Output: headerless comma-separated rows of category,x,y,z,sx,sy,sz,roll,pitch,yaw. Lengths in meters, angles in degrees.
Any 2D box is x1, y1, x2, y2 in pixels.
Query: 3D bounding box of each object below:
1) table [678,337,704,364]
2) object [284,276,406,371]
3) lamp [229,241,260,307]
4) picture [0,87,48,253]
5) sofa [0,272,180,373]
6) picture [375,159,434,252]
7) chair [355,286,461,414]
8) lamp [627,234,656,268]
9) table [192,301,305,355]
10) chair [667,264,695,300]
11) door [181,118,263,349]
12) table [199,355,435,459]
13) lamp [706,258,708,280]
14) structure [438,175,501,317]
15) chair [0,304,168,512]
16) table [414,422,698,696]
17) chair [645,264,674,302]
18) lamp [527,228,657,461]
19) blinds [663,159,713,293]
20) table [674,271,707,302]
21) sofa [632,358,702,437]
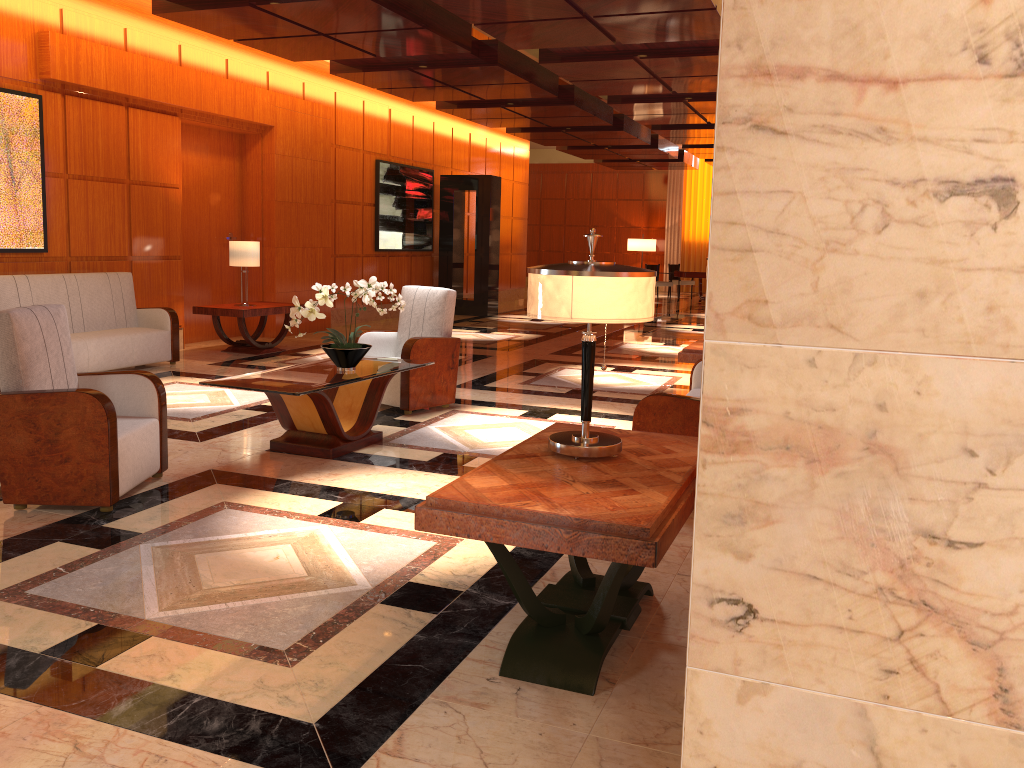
table,1.783,-0.018,7.021,0.726,0.603,1.276,5,9,21
object,-1.089,-0.402,5.803,0.788,0.614,0.419,1,8,-2
lamp,-0.933,-0.247,4.232,0.335,0.731,13.065,-1,10,-20
picture,-4.759,-1.823,7.392,0.056,1.445,2.005,4,9,21
sofa,-4.006,-0.564,8.338,0.613,0.927,1.806,5,9,21
picture,-1.799,-2.983,15.058,0.056,1.445,2.005,4,9,21
chair,-0.868,-0.309,7.216,0.740,0.956,0.630,8,10,39
lamp,3.740,-3.516,25.692,0.811,1.653,0.814,-3,8,-29
table,-3.019,-0.652,10.336,0.726,0.531,1.172,5,10,23
chair,4.266,-2.610,22.570,0.585,0.890,0.578,-5,10,-41
door,-3.692,-1.835,10.956,0.341,2.638,1.506,4,8,21
table,-1.199,0.160,5.780,0.723,0.493,1.566,5,10,23
lamp,1.762,-0.740,7.022,0.459,0.790,0.461,-1,8,-17
structure,-0.773,-2.508,16.086,0.986,2.486,0.502,4,8,21
chair,-2.215,0.084,4.554,0.628,0.956,0.741,2,8,0
table,0.271,0.575,3.103,0.726,0.603,1.276,5,9,21
chair,3.530,-2.466,21.554,0.585,0.890,0.579,-3,9,-31
lamp,0.274,-0.149,3.168,0.459,0.806,0.460,6,9,30
blinds,6.302,-4.594,25.262,3.857,4.045,0.149,5,8,21
table,4.979,-2.305,21.188,2.107,0.738,0.788,0,8,-8
sofa,1.238,0.056,5.391,0.613,0.927,1.806,5,9,21
